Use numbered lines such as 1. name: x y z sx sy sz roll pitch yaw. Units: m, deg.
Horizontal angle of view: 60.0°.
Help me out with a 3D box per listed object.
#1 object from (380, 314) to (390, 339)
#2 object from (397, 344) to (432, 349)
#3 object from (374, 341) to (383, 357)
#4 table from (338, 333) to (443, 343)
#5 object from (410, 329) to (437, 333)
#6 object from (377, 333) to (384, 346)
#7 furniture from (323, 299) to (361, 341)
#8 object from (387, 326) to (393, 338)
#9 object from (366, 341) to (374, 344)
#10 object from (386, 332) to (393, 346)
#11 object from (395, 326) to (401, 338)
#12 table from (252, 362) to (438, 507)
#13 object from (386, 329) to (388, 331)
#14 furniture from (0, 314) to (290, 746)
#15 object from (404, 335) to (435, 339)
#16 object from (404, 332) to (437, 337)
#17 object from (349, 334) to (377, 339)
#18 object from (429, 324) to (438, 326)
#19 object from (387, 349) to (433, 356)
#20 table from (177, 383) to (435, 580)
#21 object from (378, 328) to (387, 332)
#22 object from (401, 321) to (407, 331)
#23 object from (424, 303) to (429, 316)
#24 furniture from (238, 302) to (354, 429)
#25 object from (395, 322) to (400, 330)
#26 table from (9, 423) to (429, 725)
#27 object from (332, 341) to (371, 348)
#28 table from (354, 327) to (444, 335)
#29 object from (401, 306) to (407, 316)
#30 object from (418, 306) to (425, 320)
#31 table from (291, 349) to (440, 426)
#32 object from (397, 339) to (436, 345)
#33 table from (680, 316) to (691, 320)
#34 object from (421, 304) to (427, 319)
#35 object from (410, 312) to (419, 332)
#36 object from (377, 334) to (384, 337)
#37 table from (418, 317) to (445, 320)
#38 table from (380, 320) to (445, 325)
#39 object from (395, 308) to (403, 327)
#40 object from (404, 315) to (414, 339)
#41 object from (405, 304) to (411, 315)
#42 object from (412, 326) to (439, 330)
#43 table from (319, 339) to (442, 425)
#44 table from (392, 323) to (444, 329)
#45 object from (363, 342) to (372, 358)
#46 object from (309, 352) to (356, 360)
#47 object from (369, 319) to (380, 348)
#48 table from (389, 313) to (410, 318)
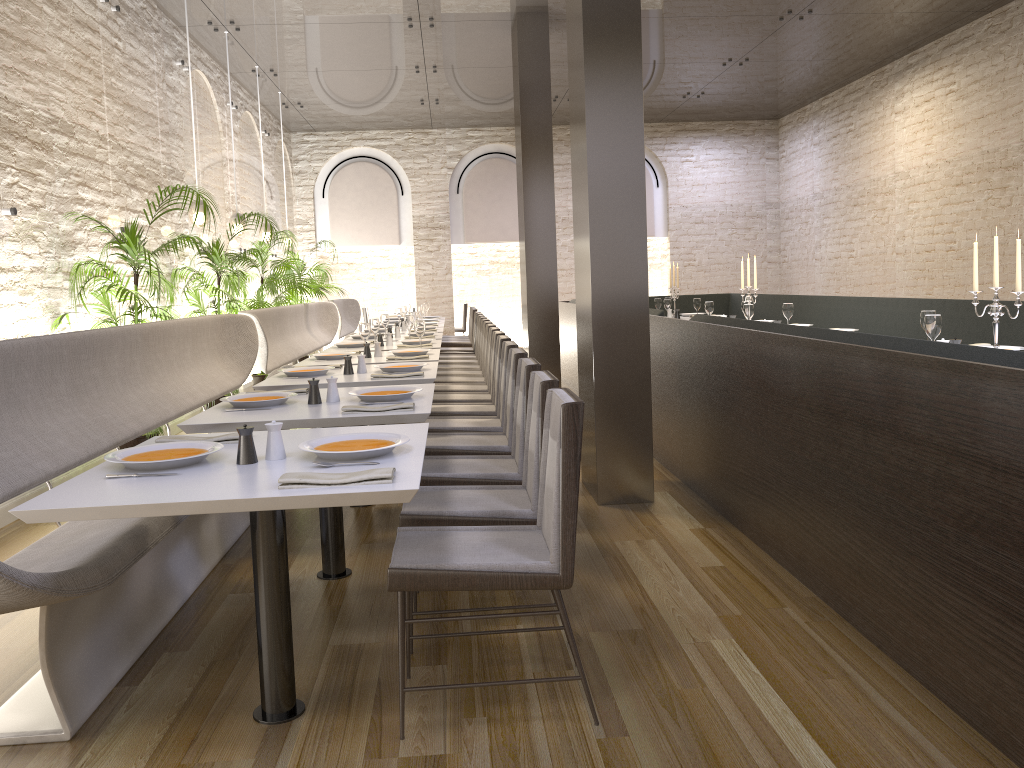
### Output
1. object: -1.185 -0.536 8.285 0.086 0.230 0.086 1 6 38
2. object: -0.766 -0.299 6.991 0.273 0.033 0.143 -3 6 -4
3. object: -0.932 -0.243 6.153 0.059 0.109 0.059 -2 5 5
4. table: -1.121 -0.069 8.518 0.936 0.758 1.014 -3 6 -4
5. object: -0.929 -0.557 9.313 0.273 0.033 0.143 -3 6 -4
6. object: -1.080 -0.364 7.261 0.059 0.109 0.059 -3 5 -12
7. furniture: -2.165 -0.655 12.531 0.707 1.094 2.593 -3 6 -4
8. object: -1.160 -0.492 8.417 0.059 0.109 0.059 -3 5 -12
9. object: -1.332 -0.353 7.656 0.273 0.033 0.143 -3 6 -4
10. object: -1.013 -0.372 7.311 0.059 0.109 0.059 -3 5 -12
11. object: -1.094 -0.501 8.467 0.059 0.109 0.059 -3 5 -12
12. table: -0.880 0.313 5.076 0.936 0.758 1.014 -3 6 -4
13. object: -1.494 -0.611 9.978 0.273 0.033 0.143 -3 6 -4
14. furniture: -1.586 0.265 4.254 0.709 1.093 4.491 -3 6 -4
15. object: -0.847 -0.427 8.147 0.273 0.033 0.143 -3 6 -4
16. object: -0.871 -0.474 8.504 0.322 0.036 0.322 -5 7 -26
17. object: -1.407 -0.450 8.471 0.322 0.036 0.322 -5 7 -26
18. object: -1.007 -0.681 10.425 0.273 0.033 0.143 -3 6 -4
19. object: -0.709 -0.217 6.191 0.322 0.036 0.322 2 8 31
20. table: -0.793 0.452 3.831 0.936 0.758 1.014 -3 6 -4
21. object: -1.489 -0.579 9.636 0.322 0.036 0.322 -5 7 -26
22. object: -1.175 -0.630 9.632 0.059 0.109 0.059 -3 5 -12
23. object: -1.278 -1.100 13.262 0.086 0.230 0.086 0 5 26
24. furniture: -1.909 -0.248 8.872 0.709 1.093 4.491 -3 6 -4
25. object: -1.242 -0.622 9.582 0.059 0.109 0.059 -3 5 -12
26. table: -0.706 0.590 2.586 0.936 0.758 1.014 -3 6 -4
27. object: -1.326 -0.321 7.315 0.322 0.036 0.322 -5 7 -21
28. table: -1.202 -0.199 9.683 0.936 0.758 1.014 -3 6 -4
29. object: -1.422 -0.913 11.672 0.086 0.230 0.086 0 5 26
30. object: -1.123 -0.853 11.048 0.086 0.230 0.086 0 5 26
31. table: -0.959 0.188 6.204 0.936 0.758 1.014 -3 6 -4
32. object: -0.790 -0.346 7.349 0.322 0.036 0.322 -5 7 -21
33. table: 1.841 -0.368 10.135 1.100 0.757 1.192 -3 6 -4
34. object: -1.199 -0.975 12.140 0.086 0.230 0.086 0 5 26
35. object: -0.963 -0.598 8.753 0.086 0.230 0.086 1 6 38
36. object: -1.413 -0.481 8.813 0.273 0.033 0.143 -3 6 -4
37. table: -1.436 -0.571 13.029 0.936 0.758 1.014 -3 6 -4
38. table: -1.357 -0.445 11.894 0.936 0.758 1.014 -3 6 -4
39. object: -1.345 -0.792 10.580 0.086 0.230 0.086 0 5 26
40. object: -0.883 -0.473 7.623 0.086 0.230 0.086 -2 4 2
41. object: -1.500 -1.038 12.794 0.086 0.230 0.086 0 5 26
42. object: -0.953 -0.604 9.670 0.322 0.036 0.322 -5 7 -26
43. table: -1.040 0.059 7.362 0.936 0.758 1.014 -3 6 -4
44. table: -1.280 -0.323 10.796 0.936 0.758 1.014 -3 6 -4
45. object: -0.999 -0.235 6.102 0.059 0.109 0.059 -2 5 5
46. object: -1.245 -0.192 6.157 0.322 0.036 0.322 2 8 31
47. object: -1.106 -0.411 7.154 0.086 0.230 0.087 2 6 44
48. table: -1.703 -0.885 15.882 0.936 0.758 1.014 -3 6 -4
